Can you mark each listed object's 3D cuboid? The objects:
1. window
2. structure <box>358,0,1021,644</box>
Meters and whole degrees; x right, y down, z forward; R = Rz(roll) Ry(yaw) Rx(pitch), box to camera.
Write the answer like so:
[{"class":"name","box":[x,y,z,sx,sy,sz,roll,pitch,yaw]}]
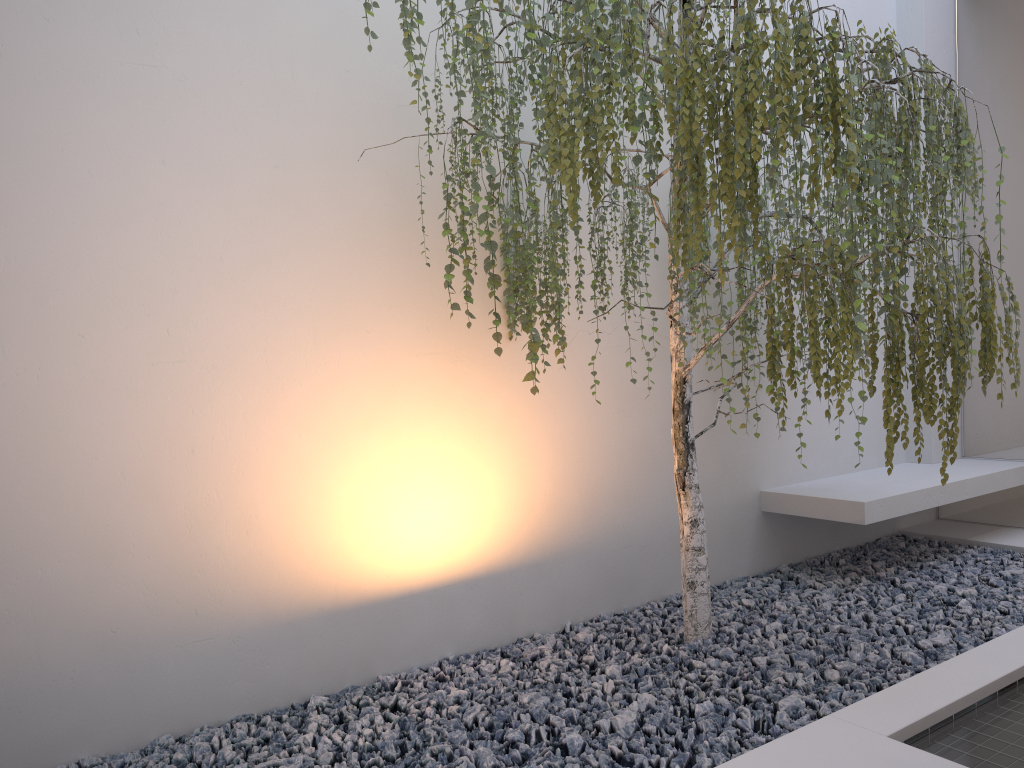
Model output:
[{"class":"window","box":[3.156,-0.802,4.010,0.057,3.280,2.468,-8,5,-31]},{"class":"structure","box":[0.752,-0.994,2.902,2.735,4.021,1.536,-7,5,-37]}]
